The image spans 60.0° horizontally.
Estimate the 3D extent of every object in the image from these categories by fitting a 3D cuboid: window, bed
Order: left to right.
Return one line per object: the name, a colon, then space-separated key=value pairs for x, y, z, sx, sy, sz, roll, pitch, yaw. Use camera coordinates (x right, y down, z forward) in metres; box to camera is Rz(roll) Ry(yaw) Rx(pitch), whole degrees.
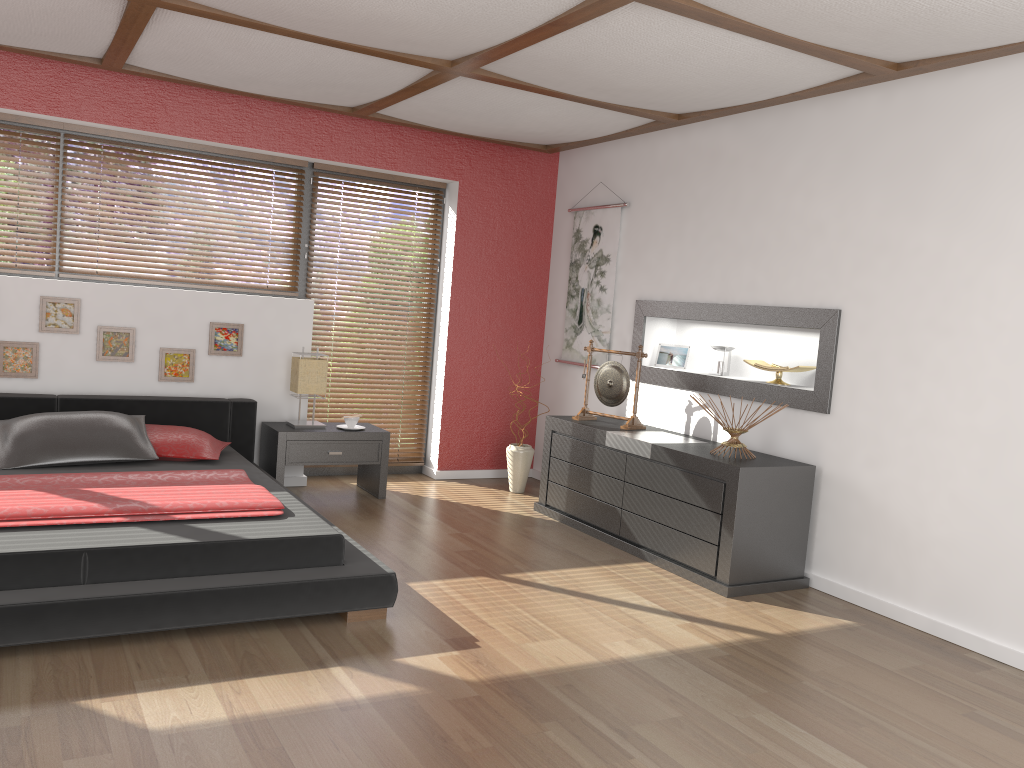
bed: x=-2.089 y=0.463 z=3.858 sx=2.469 sy=0.577 sz=2.413 roll=2 pitch=5 yaw=-30
window: x=-2.648 y=-1.059 z=5.197 sx=2.817 sy=0.786 sz=0.020 roll=2 pitch=5 yaw=-30
window: x=-1.003 y=-0.461 z=6.210 sx=0.889 sy=1.893 sz=0.020 roll=2 pitch=5 yaw=-30

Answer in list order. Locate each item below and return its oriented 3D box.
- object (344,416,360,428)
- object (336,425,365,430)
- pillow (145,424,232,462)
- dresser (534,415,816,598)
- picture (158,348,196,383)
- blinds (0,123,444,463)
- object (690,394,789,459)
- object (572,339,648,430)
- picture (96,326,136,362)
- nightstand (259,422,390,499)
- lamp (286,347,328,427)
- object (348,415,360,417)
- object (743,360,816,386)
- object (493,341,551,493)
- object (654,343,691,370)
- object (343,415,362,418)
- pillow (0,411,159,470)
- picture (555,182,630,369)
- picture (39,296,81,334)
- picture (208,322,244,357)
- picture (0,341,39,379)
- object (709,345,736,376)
object: x=-1.004 y=0.241 z=5.541 sx=0.099 sy=0.069 sz=0.099 roll=4 pitch=5 yaw=-5
object: x=-1.007 y=0.273 z=5.544 sx=0.179 sy=0.012 sz=0.179 roll=4 pitch=5 yaw=-5
pillow: x=-1.920 y=0.313 z=4.767 sx=0.745 sy=0.172 sz=0.418 roll=4 pitch=5 yaw=-11
dresser: x=0.821 y=0.597 z=4.950 sx=0.540 sy=0.608 sz=1.740 roll=2 pitch=5 yaw=-30
picture: x=-1.994 y=-0.112 z=5.281 sx=0.200 sy=0.200 sz=0.010 roll=2 pitch=5 yaw=-30
blinds: x=-2.665 y=-0.477 z=5.183 sx=4.840 sy=1.952 sz=0.032 roll=2 pitch=5 yaw=-30
object: x=1.118 y=0.217 z=4.435 sx=0.481 sy=0.282 sz=0.481 roll=7 pitch=5 yaw=26
object: x=0.600 y=-0.005 z=5.325 sx=0.173 sy=0.498 sz=0.490 roll=0 pitch=7 yaw=-45
picture: x=-2.279 y=-0.229 z=5.103 sx=0.200 sy=0.200 sz=0.010 roll=2 pitch=5 yaw=-30
nightstand: x=-1.173 y=0.479 z=5.540 sx=0.700 sy=0.423 sz=0.413 roll=2 pitch=5 yaw=-30
lamp: x=-1.258 y=0.012 z=5.478 sx=0.200 sy=0.480 sz=0.200 roll=2 pitch=5 yaw=-30
object: x=-1.000 y=0.202 z=5.545 sx=0.007 sy=0.007 sz=0.192 roll=7 pitch=5 yaw=24
object: x=1.442 y=-0.056 z=4.785 sx=0.181 sy=0.116 sz=0.350 roll=1 pitch=6 yaw=-40
object: x=0.025 y=0.227 z=6.051 sx=0.364 sy=1.035 sz=0.422 roll=8 pitch=6 yaw=35
object: x=0.999 y=-0.174 z=5.529 sx=0.226 sy=0.146 sz=0.041 roll=9 pitch=6 yaw=40
object: x=-0.997 y=0.205 z=5.522 sx=0.007 sy=0.007 sz=0.192 roll=7 pitch=5 yaw=29
pillow: x=-2.193 y=0.265 z=4.444 sx=0.744 sy=0.241 sz=0.386 roll=2 pitch=6 yaw=-34
picture: x=0.546 y=-0.750 z=6.101 sx=0.028 sy=1.270 sz=0.701 roll=2 pitch=5 yaw=-30
picture: x=-2.521 y=-0.383 z=4.946 sx=0.200 sy=0.200 sz=0.010 roll=2 pitch=5 yaw=-30
picture: x=-1.741 y=-0.271 z=5.404 sx=0.200 sy=0.200 sz=0.010 roll=2 pitch=5 yaw=-30
picture: x=-2.713 y=-0.133 z=4.869 sx=0.200 sy=0.200 sz=0.010 roll=2 pitch=5 yaw=-30
object: x=1.228 y=-0.135 z=5.196 sx=0.159 sy=0.171 sz=0.159 roll=6 pitch=5 yaw=19
